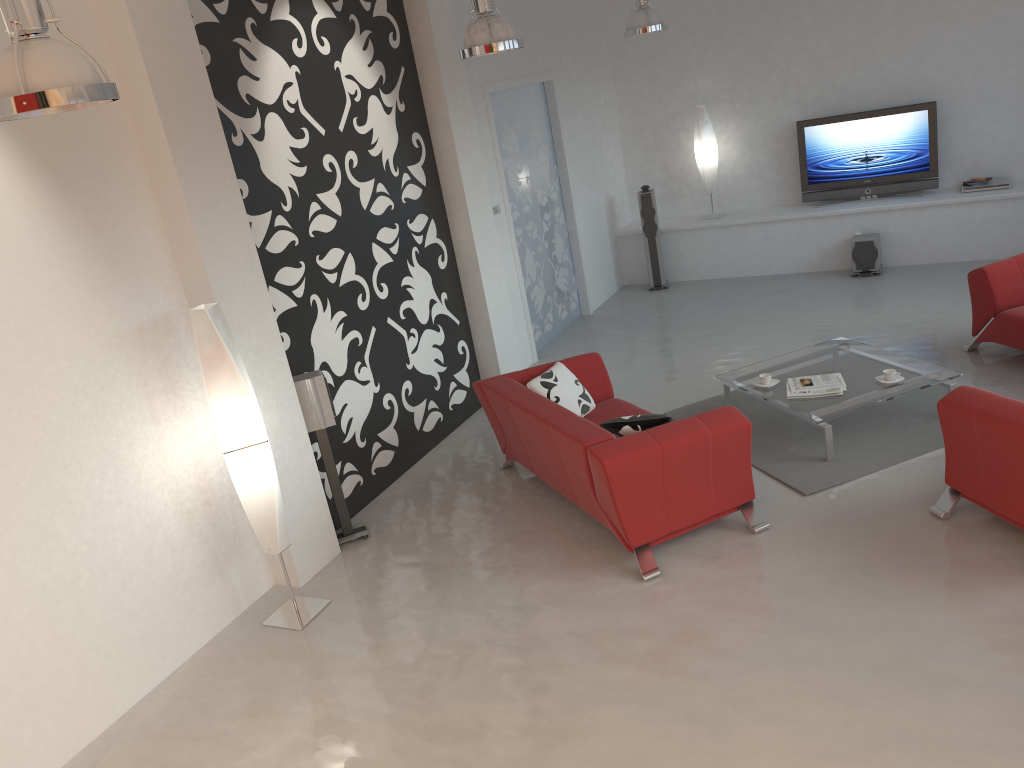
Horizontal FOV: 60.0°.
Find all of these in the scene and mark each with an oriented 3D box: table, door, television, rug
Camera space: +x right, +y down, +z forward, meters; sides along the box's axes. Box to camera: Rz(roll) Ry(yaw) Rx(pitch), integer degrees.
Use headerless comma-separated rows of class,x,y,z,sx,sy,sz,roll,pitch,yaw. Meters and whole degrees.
table,2.186,0.067,6.053,1.097,0.286,1.162,-16,19,-15
door,0.220,-1.677,8.731,0.240,2.550,1.600,-1,21,27
television,3.746,-2.405,9.369,1.356,0.919,0.343,-1,21,27
rug,2.201,0.206,6.097,1.700,0.025,1.700,-16,19,-15

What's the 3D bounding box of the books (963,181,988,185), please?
books,4.704,-2.052,9.004,0.190,0.015,0.135,-8,19,9

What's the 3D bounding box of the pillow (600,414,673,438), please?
pillow,0.728,0.303,4.955,0.402,0.343,0.288,-4,20,20

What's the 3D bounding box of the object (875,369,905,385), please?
object,2.430,-0.052,5.707,0.153,0.069,0.153,-12,19,-4

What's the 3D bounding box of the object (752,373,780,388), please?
object,1.727,-0.027,6.034,0.153,0.069,0.153,-23,22,-32

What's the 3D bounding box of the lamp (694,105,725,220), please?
lamp,2.208,-2.499,10.016,0.263,1.239,0.263,-4,20,20

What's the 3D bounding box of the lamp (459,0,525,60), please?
lamp,-0.185,-2.302,5.047,0.379,0.800,0.379,-4,20,21

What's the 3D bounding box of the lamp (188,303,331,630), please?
lamp,-1.356,0.445,4.647,0.313,1.779,0.313,3,23,35

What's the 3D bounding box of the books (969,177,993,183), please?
books,4.744,-2.065,8.972,0.190,0.015,0.135,4,23,37

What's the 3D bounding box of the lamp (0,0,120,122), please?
lamp,-1.458,-1.202,2.563,0.379,0.800,0.379,-11,19,0

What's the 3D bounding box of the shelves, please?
shelves,3.789,-1.912,9.425,5.500,0.050,0.650,-1,21,27

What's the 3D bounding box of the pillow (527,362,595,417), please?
pillow,0.327,0.077,5.840,0.288,0.343,0.402,2,23,34

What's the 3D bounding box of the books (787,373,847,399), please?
books,1.998,0.009,5.829,0.367,0.035,0.345,-5,20,18

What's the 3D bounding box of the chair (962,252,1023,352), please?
chair,3.933,-0.530,6.116,0.951,0.738,1.288,-15,19,-10

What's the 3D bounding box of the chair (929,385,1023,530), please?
chair,2.864,0.300,4.303,1.288,0.738,0.951,-15,19,-10

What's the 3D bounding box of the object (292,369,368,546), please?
object,-1.137,0.471,5.492,0.229,1.112,0.214,-16,19,-15

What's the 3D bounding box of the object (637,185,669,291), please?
object,1.589,-1.669,10.070,0.255,1.184,0.273,-6,19,13

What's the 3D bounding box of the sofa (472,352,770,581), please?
sofa,0.569,0.357,5.441,0.951,0.738,1.929,-18,20,-20

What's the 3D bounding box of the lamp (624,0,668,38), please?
lamp,1.088,-3.402,7.531,0.379,0.800,0.379,-2,20,24

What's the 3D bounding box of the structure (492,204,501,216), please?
structure,-0.143,-1.527,7.794,0.016,0.080,0.170,-1,21,27

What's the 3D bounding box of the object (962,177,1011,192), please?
object,4.806,-2.021,8.995,0.430,0.045,0.352,-1,21,27

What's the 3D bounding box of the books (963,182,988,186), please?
books,4.706,-2.037,9.007,0.190,0.015,0.135,-13,19,-6

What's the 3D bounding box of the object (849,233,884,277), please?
object,3.668,-1.335,9.186,0.336,0.374,0.337,-1,21,27
